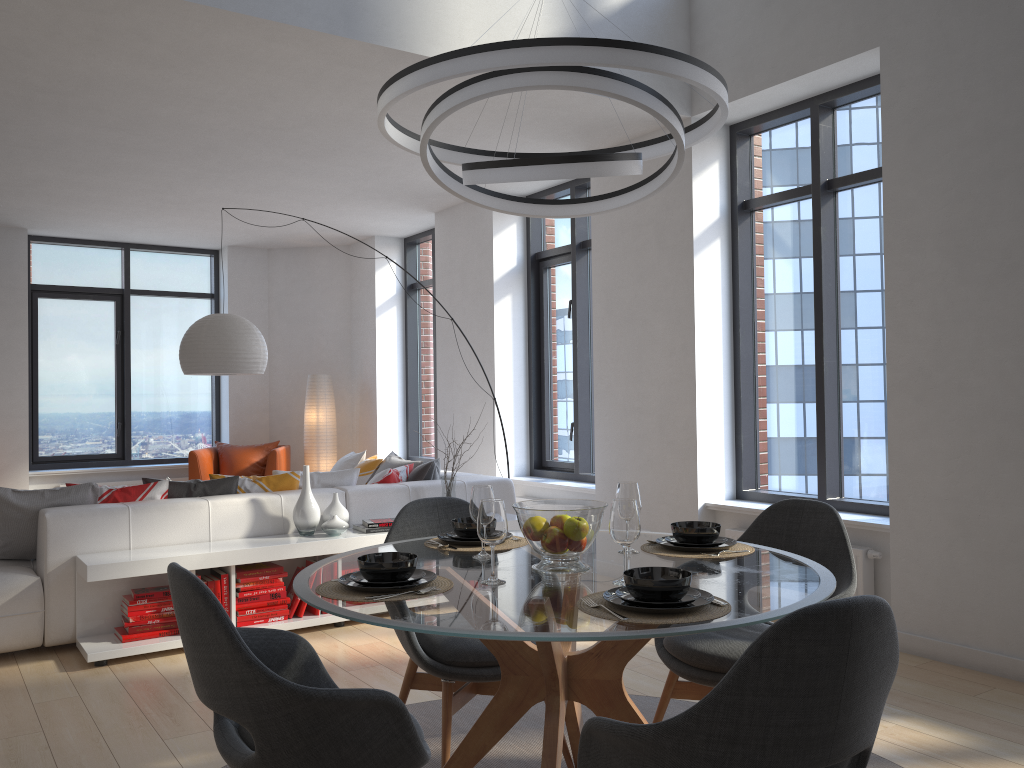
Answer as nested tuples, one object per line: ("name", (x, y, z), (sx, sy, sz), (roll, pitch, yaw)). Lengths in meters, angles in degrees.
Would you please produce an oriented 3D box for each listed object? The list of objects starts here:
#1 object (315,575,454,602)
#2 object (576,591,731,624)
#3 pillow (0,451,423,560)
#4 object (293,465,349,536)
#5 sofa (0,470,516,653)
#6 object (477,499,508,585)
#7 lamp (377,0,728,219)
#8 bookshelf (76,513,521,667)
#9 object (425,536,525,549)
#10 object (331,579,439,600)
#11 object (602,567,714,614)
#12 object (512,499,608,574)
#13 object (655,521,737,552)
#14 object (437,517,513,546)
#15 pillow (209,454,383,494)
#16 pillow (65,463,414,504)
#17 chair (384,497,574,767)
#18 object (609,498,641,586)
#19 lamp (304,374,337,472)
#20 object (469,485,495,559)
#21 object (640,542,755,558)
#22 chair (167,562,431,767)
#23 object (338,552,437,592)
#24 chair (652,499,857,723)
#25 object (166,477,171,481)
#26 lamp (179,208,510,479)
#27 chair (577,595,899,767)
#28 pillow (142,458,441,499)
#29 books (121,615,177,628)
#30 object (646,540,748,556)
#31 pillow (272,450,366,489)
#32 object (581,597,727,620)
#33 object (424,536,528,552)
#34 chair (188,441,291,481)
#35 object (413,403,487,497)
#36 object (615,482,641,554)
("object", (-0.334, 0.533, 2.338), (0.360, 0.002, 0.360), (-1, -1, 31))
("object", (0.332, 0.519, 2.088), (0.360, 0.002, 0.360), (-1, -1, 31))
("pillow", (-1.816, 0.745, 5.769), (0.647, 0.453, 2.953), (-2, -1, 44))
("object", (-1.103, 0.666, 5.119), (0.316, 0.398, 0.319), (-1, -1, -10))
("sofa", (-2.079, 1.029, 6.173), (3.424, 0.732, 2.614), (0, -1, -34))
("object", (-0.052, 0.420, 2.369), (0.083, 0.220, 0.083), (-1, -1, -6))
("lamp", (0.085, -2.787, 2.609), (1.000, 4.513, 1.000), (0, -1, -32))
("bookshelf", (-1.036, 1.113, 5.082), (2.600, 0.500, 0.356), (0, -1, -34))
("object", (-0.128, 0.533, 3.027), (0.309, 0.015, 0.206), (0, -1, -29))
("object", (-0.330, 0.525, 2.333), (0.206, 0.015, 0.309), (0, -1, -29))
("object", (0.342, 0.481, 2.080), (0.258, 0.074, 0.258), (-1, -1, -14))
("object", (0.139, 0.438, 2.553), (0.278, 0.184, 0.278), (0, -1, -25))
("object", (0.592, 0.490, 2.858), (0.258, 0.074, 0.258), (-1, -1, -14))
("object", (-0.127, 0.503, 3.042), (0.258, 0.074, 0.258), (-1, -1, 36))
("pillow", (-1.415, 0.768, 6.292), (0.630, 0.440, 2.095), (-1, -1, 13))
("pillow", (-1.551, 0.768, 5.547), (2.250, 0.449, 0.575), (0, -1, -36))
("chair", (-0.150, 0.870, 3.104), (0.655, 0.891, 0.619), (0, -1, -27))
("object", (0.297, 0.414, 2.339), (0.083, 0.220, 0.083), (-1, -1, 17))
("lamp", (-1.864, 0.670, 9.401), (0.804, 1.550, 0.502), (-1, -1, 16))
("object", (-0.091, 0.427, 2.755), (0.083, 0.220, 0.083), (-1, -1, 28))
("object", (0.595, 0.528, 2.853), (0.360, 0.002, 0.360), (-1, -1, 8))
("chair", (-0.512, 0.860, 2.181), (0.619, 0.891, 0.655), (0, -1, -32))
("object", (-0.328, 0.494, 2.342), (0.258, 0.074, 0.258), (-1, -1, 36))
("chair", (0.804, 0.854, 2.961), (0.619, 0.891, 0.655), (0, -1, -32))
("object", (-2.666, 0.832, 6.638), (0.330, 0.265, 0.330), (-1, -1, -10))
("lamp", (-0.734, 0.054, 6.280), (3.199, 2.647, 0.710), (-1, -1, 2))
("chair", (0.471, 0.841, 1.862), (0.655, 0.891, 0.619), (0, -1, -27))
("pillow", (-1.284, 0.741, 5.735), (2.120, 0.436, 0.608), (0, -1, -38))
("books", (-1.861, 1.208, 4.570), (0.266, 0.026, 0.187), (0, -1, -28))
("object", (0.582, 0.520, 2.855), (0.206, 0.015, 0.309), (0, -1, -29))
("pillow", (-1.390, 0.754, 6.610), (0.580, 0.456, 2.156), (-1, -1, -8))
("object", (0.338, 0.511, 2.097), (0.309, 0.015, 0.206), (0, -1, -24))
("object", (-0.120, 0.541, 3.032), (0.360, 0.002, 0.360), (-1, -1, 8))
("chair", (-2.756, 1.021, 9.131), (0.896, 0.858, 0.843), (-1, -1, -2))
("object", (-0.349, 0.488, 5.533), (0.406, 0.744, 0.607), (-1, -1, 6))
("object", (0.367, 0.421, 2.800), (0.083, 0.220, 0.083), (-1, -1, 17))
